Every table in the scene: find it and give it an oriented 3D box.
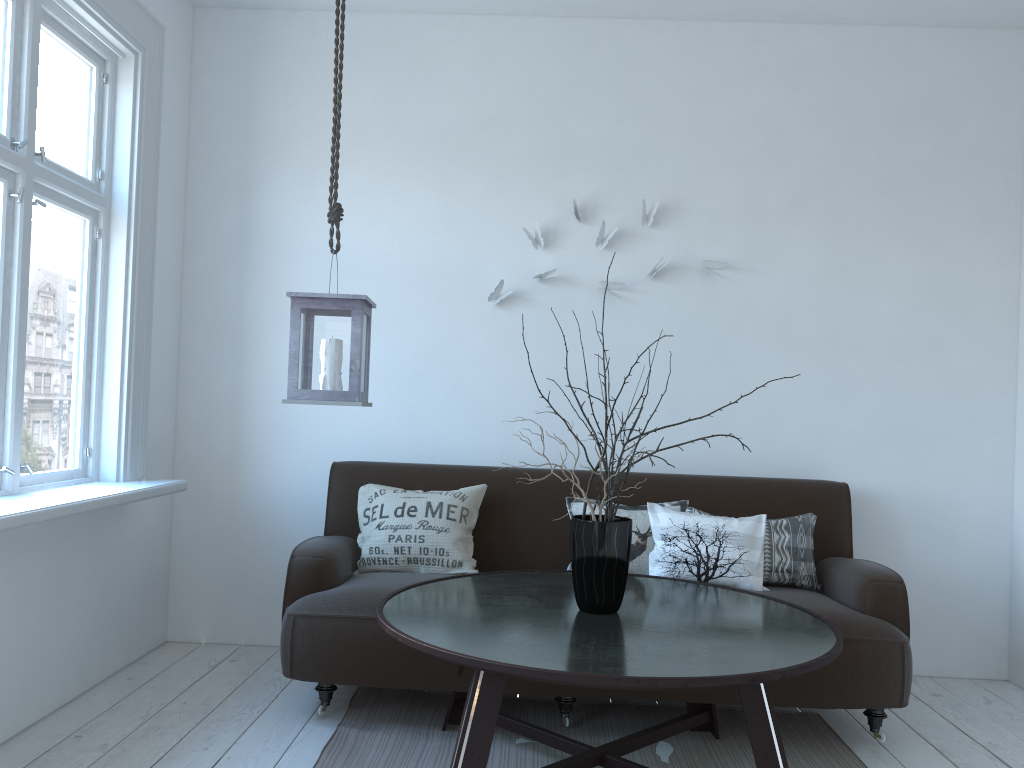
[{"bbox_3d":[0.256,0.908,2.565,1.300,0.503,1.300,2,-2,-8],"label":"table"}]

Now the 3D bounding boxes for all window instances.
[{"bbox_3d":[-14.484,-2.119,24.031,27.753,15.016,51.306,2,-2,2],"label":"window"}]

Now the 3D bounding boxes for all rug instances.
[{"bbox_3d":[0.249,1.133,2.588,1.710,0.055,1.456,2,-2,2],"label":"rug"}]

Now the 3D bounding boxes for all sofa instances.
[{"bbox_3d":[0.291,0.762,3.356,2.165,0.824,0.969,2,-1,2],"label":"sofa"}]

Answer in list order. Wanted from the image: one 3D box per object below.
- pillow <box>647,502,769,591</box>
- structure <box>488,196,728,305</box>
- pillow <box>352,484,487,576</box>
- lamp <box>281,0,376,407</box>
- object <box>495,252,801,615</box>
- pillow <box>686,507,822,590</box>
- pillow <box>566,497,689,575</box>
[{"bbox_3d":[0.728,0.613,3.339,0.471,0.309,0.188,2,-1,2],"label":"pillow"},{"bbox_3d":[0.414,-0.562,3.834,1.025,0.478,0.085,2,-1,2],"label":"structure"},{"bbox_3d":[-0.366,0.573,3.485,0.519,0.367,0.239,2,-1,1],"label":"pillow"},{"bbox_3d":[-0.509,-0.817,2.641,0.228,1.761,0.228,2,-1,-2],"label":"lamp"},{"bbox_3d":[0.392,0.130,2.509,0.846,1.065,0.525,3,-1,-28],"label":"object"},{"bbox_3d":[0.932,0.637,3.445,0.542,0.288,0.183,2,-1,2],"label":"pillow"},{"bbox_3d":[0.438,0.614,3.422,0.473,0.347,0.158,2,-1,0],"label":"pillow"}]
